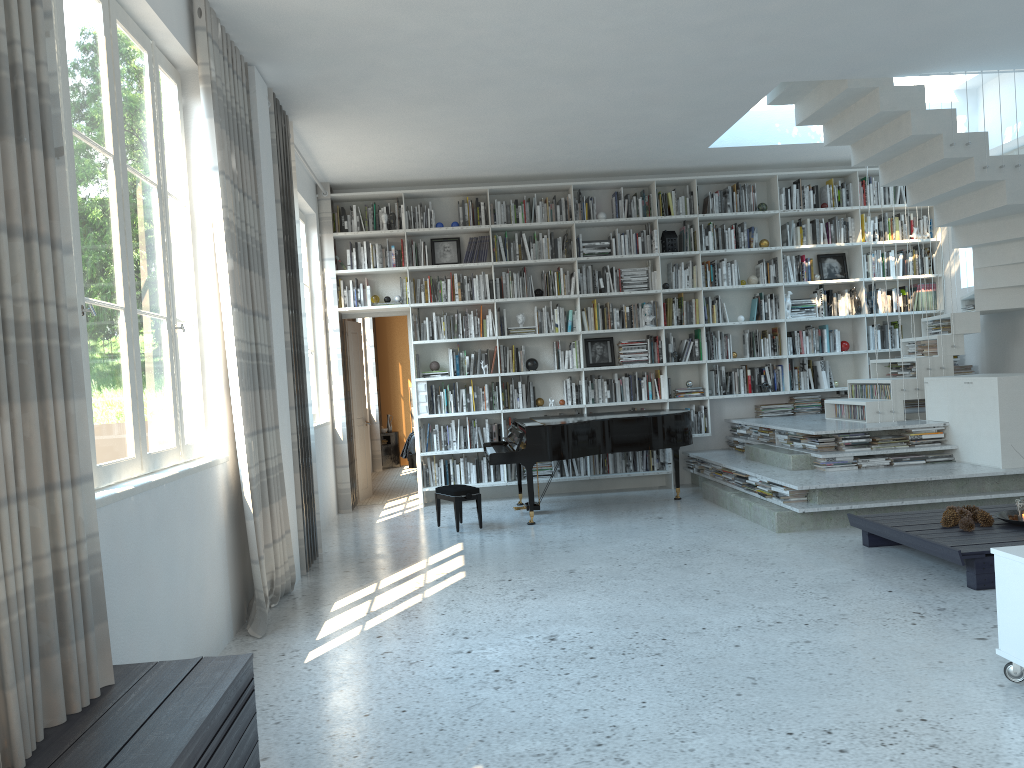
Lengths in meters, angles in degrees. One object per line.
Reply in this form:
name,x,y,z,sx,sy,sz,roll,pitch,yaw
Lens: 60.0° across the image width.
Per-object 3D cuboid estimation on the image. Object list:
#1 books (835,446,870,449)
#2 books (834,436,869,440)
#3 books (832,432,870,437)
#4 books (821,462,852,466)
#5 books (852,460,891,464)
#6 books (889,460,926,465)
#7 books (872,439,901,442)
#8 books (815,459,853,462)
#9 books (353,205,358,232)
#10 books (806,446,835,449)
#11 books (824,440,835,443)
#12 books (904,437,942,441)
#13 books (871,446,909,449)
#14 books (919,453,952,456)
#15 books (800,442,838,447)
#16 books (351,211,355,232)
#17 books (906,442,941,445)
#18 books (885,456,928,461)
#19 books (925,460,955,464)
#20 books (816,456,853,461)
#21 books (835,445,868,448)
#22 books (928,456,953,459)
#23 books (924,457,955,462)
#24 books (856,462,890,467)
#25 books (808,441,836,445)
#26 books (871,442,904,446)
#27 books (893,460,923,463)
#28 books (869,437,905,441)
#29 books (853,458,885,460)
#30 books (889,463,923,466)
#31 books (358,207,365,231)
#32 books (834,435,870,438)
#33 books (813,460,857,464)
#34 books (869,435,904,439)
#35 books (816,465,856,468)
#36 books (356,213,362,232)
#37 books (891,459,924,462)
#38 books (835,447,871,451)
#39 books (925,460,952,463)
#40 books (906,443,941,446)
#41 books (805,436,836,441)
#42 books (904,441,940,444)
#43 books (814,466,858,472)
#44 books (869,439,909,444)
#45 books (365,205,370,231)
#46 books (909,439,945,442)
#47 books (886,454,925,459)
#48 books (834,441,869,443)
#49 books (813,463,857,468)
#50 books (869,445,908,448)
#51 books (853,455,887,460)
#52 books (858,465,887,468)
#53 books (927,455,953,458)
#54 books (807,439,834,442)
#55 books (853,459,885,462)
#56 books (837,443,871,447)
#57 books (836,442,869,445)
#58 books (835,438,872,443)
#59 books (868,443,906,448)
books,2.745,0.509,7.166,0.227,0.013,0.148,-4,0,-6
books,2.740,0.433,7.164,0.221,0.018,0.154,-4,0,-3
books,2.737,0.407,7.176,0.261,0.016,0.128,-4,0,-5
books,2.557,0.626,7.022,0.210,0.012,0.168,-4,0,0
books,2.840,0.616,7.049,0.272,0.012,0.158,-4,0,-6
books,3.125,0.621,7.059,0.250,0.018,0.177,-4,0,-1
books,3.021,0.451,7.180,0.179,0.010,0.160,-4,0,-2
books,2.554,0.603,7.038,0.257,0.010,0.132,-4,0,0
books,-1.560,-1.631,8.876,0.028,0.283,0.189,-4,1,-4
books,2.519,0.510,7.243,0.152,0.015,0.208,-4,0,-7
books,2.549,0.464,7.244,0.091,0.011,0.190,-4,0,-6
books,3.319,0.442,7.202,0.268,0.014,0.160,-4,0,-5
books,3.026,0.509,7.170,0.291,0.007,0.174,-4,0,-1
books,3.386,0.565,7.102,0.215,0.007,0.130,-4,0,-2
books,2.504,0.491,7.242,0.184,0.014,0.297,-4,0,-5
books,-1.584,-1.602,8.884,0.024,0.227,0.157,-4,1,-4
books,3.321,0.477,7.202,0.259,0.009,0.152,-4,0,-7
books,3.123,0.589,7.055,0.287,0.018,0.190,-4,0,-5
books,3.390,0.619,7.088,0.261,0.006,0.151,-4,0,-8
books,2.554,0.585,7.024,0.234,0.025,0.157,-4,0,-9
books,2.743,0.497,7.171,0.207,0.012,0.131,-4,0,-8
books,3.387,0.586,7.097,0.225,0.007,0.133,-4,0,0
books,3.388,0.598,7.094,0.234,0.017,0.151,-4,0,-3
books,2.841,0.632,7.039,0.232,0.019,0.169,-4,0,-9
books,2.528,0.477,7.243,0.137,0.012,0.242,-4,0,-3
books,3.023,0.478,7.173,0.214,0.015,0.177,-4,0,-3
books,3.124,0.609,7.064,0.254,0.005,0.161,-4,0,-8
books,3.021,0.440,7.174,0.245,0.013,0.172,-4,0,-5
books,2.838,0.590,7.054,0.242,0.005,0.152,-4,0,-3
books,3.125,0.634,7.080,0.249,0.009,0.144,-4,0,-5
books,-1.495,-1.625,8.865,0.057,0.263,0.190,-4,1,-4
books,2.740,0.420,7.155,0.228,0.009,0.159,-4,0,-8
books,2.556,0.614,7.026,0.292,0.012,0.159,-4,0,-1
books,3.021,0.428,7.167,0.203,0.011,0.173,-4,0,-9
books,2.558,0.648,7.029,0.264,0.006,0.164,-4,0,-3
books,-1.528,-1.595,8.869,0.030,0.206,0.175,-4,1,-4
books,3.122,0.602,7.082,0.273,0.009,0.129,-4,0,-1
books,2.747,0.523,7.152,0.216,0.015,0.177,-4,0,-6
books,3.389,0.611,7.092,0.179,0.010,0.160,-4,0,-4
books,3.323,0.487,7.192,0.220,0.011,0.177,-4,0,-6
books,2.518,0.445,7.242,0.149,0.014,0.228,-4,0,-6
books,3.320,0.465,7.207,0.262,0.016,0.132,-4,0,-9
books,2.560,0.662,7.010,0.262,0.023,0.200,-4,0,-6
books,3.024,0.464,7.158,0.273,0.014,0.187,-4,0,-9
books,-1.449,-1.638,8.883,0.039,0.283,0.181,-4,1,-4
books,3.321,0.453,7.182,0.281,0.008,0.181,-4,0,1
books,3.114,0.576,7.064,0.275,0.009,0.176,-4,0,-4
books,2.742,0.462,7.160,0.260,0.009,0.153,-4,0,-1
books,2.557,0.640,7.029,0.285,0.008,0.159,-4,0,-6
books,3.025,0.503,7.169,0.287,0.005,0.165,-4,0,1
books,2.837,0.581,7.056,0.220,0.013,0.149,-4,0,-5
books,2.842,0.649,7.054,0.208,0.015,0.152,-4,0,-6
books,3.386,0.575,7.103,0.229,0.014,0.133,-4,0,-5
books,2.522,0.456,7.242,0.132,0.009,0.269,-4,0,0
books,2.838,0.601,7.060,0.211,0.018,0.134,-4,0,-1
books,2.744,0.484,7.147,0.215,0.013,0.189,-4,0,-5
books,2.743,0.472,7.158,0.210,0.012,0.168,-4,0,-3
books,2.743,0.450,7.139,0.230,0.015,0.190,-4,0,1
books,3.023,0.493,7.189,0.293,0.014,0.133,-4,0,-7
